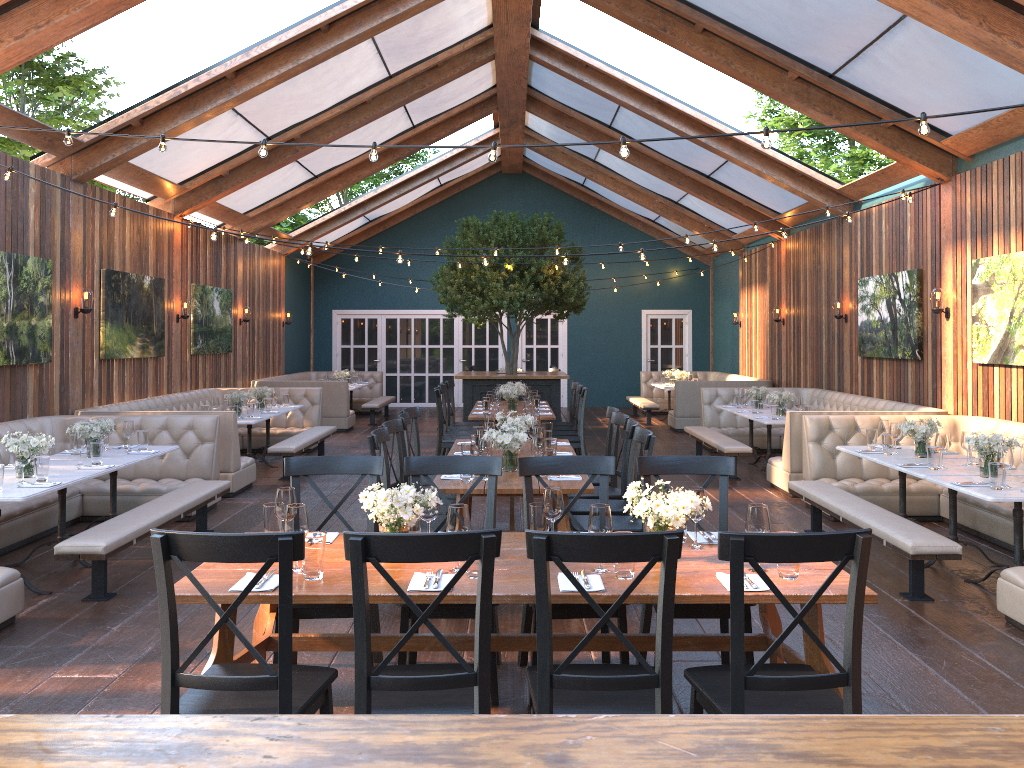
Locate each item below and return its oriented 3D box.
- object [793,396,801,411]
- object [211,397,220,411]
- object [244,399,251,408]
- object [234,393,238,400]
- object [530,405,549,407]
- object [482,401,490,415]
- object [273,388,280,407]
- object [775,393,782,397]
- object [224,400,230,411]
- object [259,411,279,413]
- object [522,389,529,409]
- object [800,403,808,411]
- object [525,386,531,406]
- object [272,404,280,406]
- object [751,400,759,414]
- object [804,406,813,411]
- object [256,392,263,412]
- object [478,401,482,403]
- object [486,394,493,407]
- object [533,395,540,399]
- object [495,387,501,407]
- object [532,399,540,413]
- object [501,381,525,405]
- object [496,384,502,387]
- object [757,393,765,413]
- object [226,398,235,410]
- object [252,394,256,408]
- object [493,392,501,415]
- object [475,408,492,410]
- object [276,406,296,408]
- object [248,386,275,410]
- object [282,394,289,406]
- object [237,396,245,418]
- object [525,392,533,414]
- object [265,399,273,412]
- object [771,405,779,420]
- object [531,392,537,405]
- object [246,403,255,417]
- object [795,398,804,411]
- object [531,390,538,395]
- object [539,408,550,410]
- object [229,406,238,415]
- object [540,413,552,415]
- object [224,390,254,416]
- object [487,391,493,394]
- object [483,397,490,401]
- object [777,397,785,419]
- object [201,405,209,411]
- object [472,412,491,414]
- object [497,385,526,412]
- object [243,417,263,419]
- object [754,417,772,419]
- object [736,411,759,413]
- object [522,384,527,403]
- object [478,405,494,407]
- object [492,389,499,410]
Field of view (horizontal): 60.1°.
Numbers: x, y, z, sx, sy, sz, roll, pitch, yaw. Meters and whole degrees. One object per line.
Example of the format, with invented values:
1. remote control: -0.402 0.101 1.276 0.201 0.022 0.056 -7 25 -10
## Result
1. object: 3.273 0.264 10.140 0.092 0.245 0.092 0 0 -42
2. object: -3.346 0.272 9.989 0.092 0.245 0.092 0 0 3
3. object: -3.439 0.236 11.483 0.092 0.158 0.092 0 0 -14
4. object: -3.348 0.230 10.785 0.092 0.245 0.092 0 0 -42
5. object: 0.335 0.274 11.054 0.255 0.019 0.157 0 3 0
6. object: -0.286 0.267 9.815 0.092 0.158 0.092 0 0 36
7. object: -3.115 0.181 11.709 0.092 0.245 0.092 0 0 -42
8. object: 3.273 0.224 10.890 0.092 0.245 0.092 0 0 -42
9. object: -3.442 0.277 10.709 0.092 0.158 0.092 0 0 -14
10. object: -2.967 0.342 10.799 0.255 0.019 0.157 0 3 0
11. object: 0.166 0.180 10.614 0.092 0.245 0.092 0 0 42
12. object: 3.361 0.304 10.204 0.092 0.158 0.092 0 0 -14
13. object: 0.198 0.154 11.144 0.092 0.245 0.092 0 0 -3
14. object: -3.227 0.281 11.928 0.157 0.019 0.255 0 3 0
15. object: 2.942 0.277 10.705 0.092 0.158 0.092 0 0 -14
16. object: 3.288 0.324 9.821 0.092 0.158 0.092 0 0 36
17. object: -3.110 0.224 10.897 0.092 0.245 0.092 0 0 -42
18. object: -0.328 0.236 11.695 0.255 0.019 0.157 0 3 0
19. object: -0.274 0.208 10.920 0.092 0.158 0.092 0 0 6
20. object: 0.296 0.221 10.682 0.092 0.158 0.092 0 0 -34
21. object: -0.176 0.161 10.997 0.092 0.245 0.092 0 0 -3
22. object: 0.274 0.252 10.104 0.092 0.158 0.092 0 0 36
23. object: 0.018 0.109 11.363 0.336 0.310 0.329 0 1 -4
24. object: -0.167 0.129 11.590 0.092 0.245 0.092 0 0 -42
25. object: 3.030 0.231 10.770 0.092 0.245 0.092 0 0 -42
26. object: -3.155 0.276 9.914 0.092 0.245 0.092 0 0 -42
27. object: -3.341 0.190 11.540 0.092 0.245 0.092 0 0 -42
28. object: -0.167 0.219 9.904 0.092 0.245 0.092 0 0 3
29. object: -0.321 0.296 10.580 0.255 0.019 0.157 0 3 0
30. object: -2.965 0.299 11.593 0.255 0.019 0.157 0 3 0
31. object: -3.220 0.168 11.345 0.336 0.310 0.329 0 1 12
32. object: -3.006 0.221 11.761 0.092 0.158 0.092 0 0 -14
33. object: -3.104 0.264 10.145 0.092 0.245 0.092 0 0 -42
34. object: 0.197 0.212 10.043 0.092 0.245 0.092 0 0 25
35. object: -3.016 0.263 10.966 0.092 0.158 0.092 0 0 -14
36. object: 2.945 0.320 9.908 0.092 0.158 0.092 0 0 -14
37. object: 0.269 0.188 11.217 0.092 0.158 0.092 0 0 26
38. object: -3.016 0.304 10.209 0.092 0.158 0.092 0 0 -14
39. object: 3.222 0.277 9.910 0.092 0.245 0.092 0 0 -42
40. object: 0.298 0.161 11.805 0.092 0.158 0.092 0 0 26
41. object: 0.328 0.299 10.516 0.255 0.019 0.157 0 3 0
42. object: -3.090 0.324 9.826 0.092 0.158 0.092 0 0 36
43. object: 0.326 0.331 9.929 0.255 0.019 0.157 0 3 0
44. object: -3.219 0.219 10.385 0.336 0.310 0.329 0 1 17
45. object: -0.276 0.177 11.509 0.092 0.158 0.092 0 0 16
46. object: -0.300 0.236 10.400 0.092 0.158 0.092 0 0 26
47. object: 3.033 0.273 9.974 0.092 0.245 0.092 0 0 3
48. object: -3.439 0.320 9.907 0.092 0.158 0.092 0 0 -14
49. object: -0.323 0.327 9.998 0.255 0.019 0.157 0 3 0
50. object: -0.011 0.165 10.315 0.329 0.310 0.336 1 2 37
51. object: -2.967 0.382 10.049 0.255 0.019 0.157 0 3 0
52. object: 2.896 0.381 10.066 0.255 0.019 0.157 0 3 0
53. object: 2.893 0.338 10.863 0.255 0.019 0.157 0 3 0
54. object: 0.162 0.121 11.744 0.092 0.245 0.092 0 0 -20
55. object: -0.309 0.269 11.092 0.255 0.019 0.157 0 3 0
56. object: -0.191 0.188 10.495 0.092 0.245 0.092 0 0 3
